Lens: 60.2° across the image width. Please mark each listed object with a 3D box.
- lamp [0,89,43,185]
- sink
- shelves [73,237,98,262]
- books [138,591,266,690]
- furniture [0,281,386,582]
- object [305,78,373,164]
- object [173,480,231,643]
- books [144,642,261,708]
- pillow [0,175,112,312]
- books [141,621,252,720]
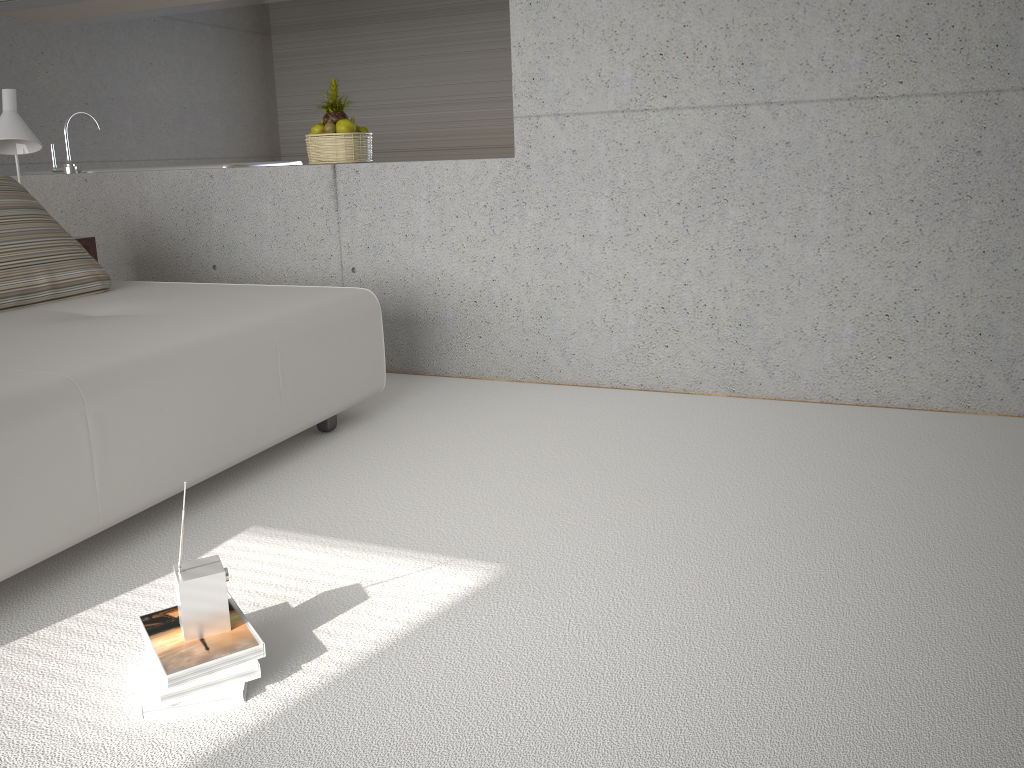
[{"bbox_3d":[-2.264,-1.011,4.073,0.244,0.690,0.328,-1,11,4],"label":"lamp"},{"bbox_3d":[-2.131,-1.341,5.210,1.704,0.532,0.778,4,15,23],"label":"sink"},{"bbox_3d":[-2.581,-0.083,3.314,0.401,0.704,2.285,3,15,22],"label":"shelves"},{"bbox_3d":[-0.641,0.517,1.816,0.190,0.031,0.267,-11,17,-31],"label":"books"},{"bbox_3d":[-1.666,0.081,2.935,1.614,0.514,2.202,4,16,22],"label":"furniture"},{"bbox_3d":[-0.922,-1.388,4.662,0.333,0.435,0.375,0,12,9],"label":"object"},{"bbox_3d":[-0.618,0.333,1.746,0.090,0.361,0.187,-7,12,-25],"label":"object"},{"bbox_3d":[-0.641,0.551,1.814,0.190,0.031,0.268,-10,16,-26],"label":"books"},{"bbox_3d":[-2.109,-0.557,3.484,0.578,0.509,0.819,3,15,23],"label":"pillow"},{"bbox_3d":[-0.640,0.582,1.820,0.189,0.031,0.269,-5,15,-12],"label":"books"}]
